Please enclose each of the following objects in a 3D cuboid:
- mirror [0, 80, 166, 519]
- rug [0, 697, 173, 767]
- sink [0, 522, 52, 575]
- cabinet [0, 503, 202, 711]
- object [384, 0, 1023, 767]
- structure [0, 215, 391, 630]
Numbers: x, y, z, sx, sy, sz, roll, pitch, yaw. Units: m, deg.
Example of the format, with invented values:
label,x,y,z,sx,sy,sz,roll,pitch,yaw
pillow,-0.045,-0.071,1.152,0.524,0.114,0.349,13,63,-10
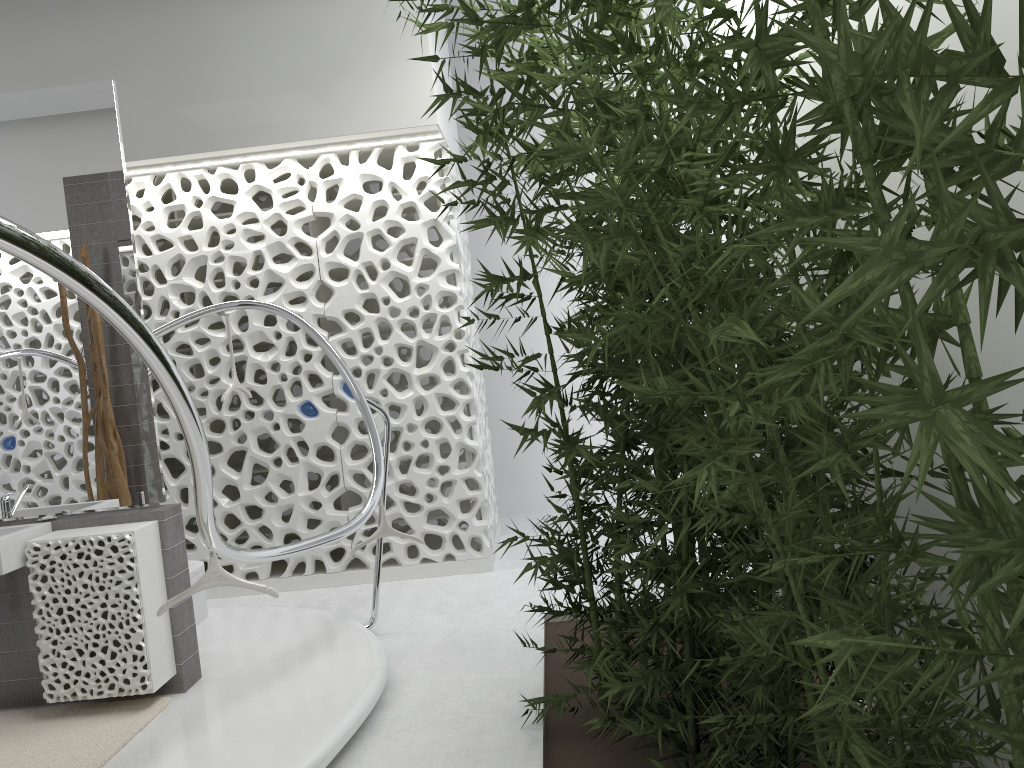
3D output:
label,x,y,z,sx,sy,sz,roll,pitch,yaw
mirror,-2.290,-0.369,4.179,1.100,1.980,0.030,-6,2,2
rug,-2.114,1.493,3.651,1.153,0.016,0.775,-6,2,2
sink,-2.424,0.821,3.934,0.650,0.598,0.478,-6,2,2
cabinet,-2.143,1.053,4.049,1.200,0.870,0.461,-6,2,2
object,0.199,-0.542,2.657,4.664,4.038,4.097,-8,2,-39
structure,-3.218,0.740,3.215,5.250,2.080,5.433,-6,2,-2
